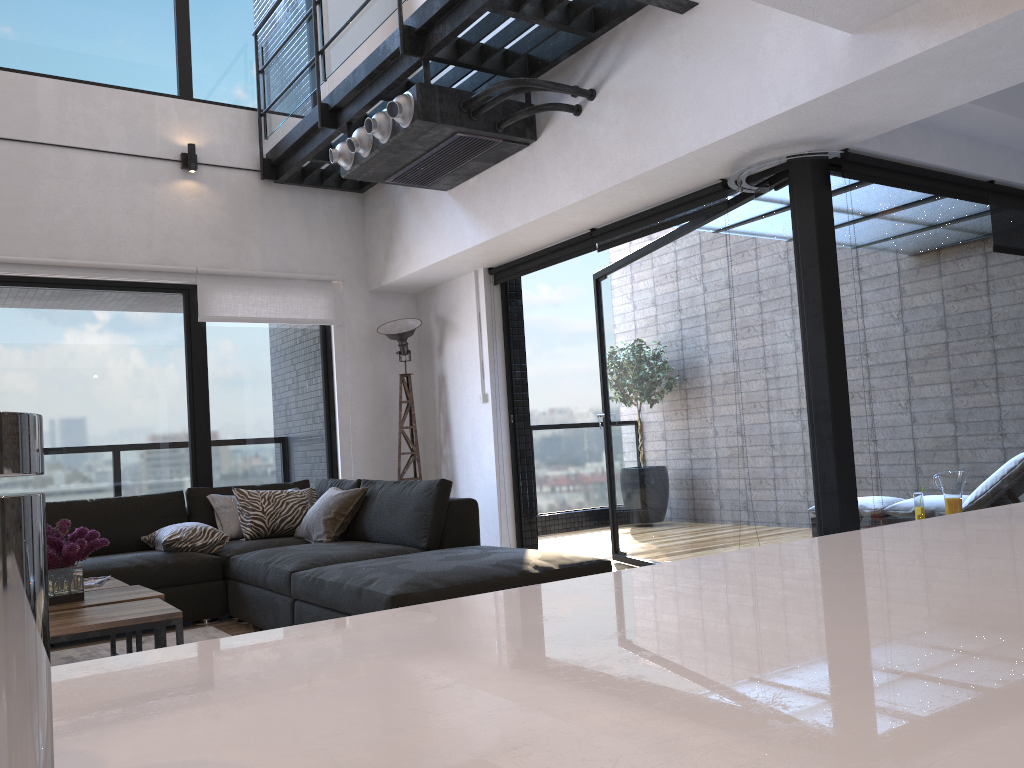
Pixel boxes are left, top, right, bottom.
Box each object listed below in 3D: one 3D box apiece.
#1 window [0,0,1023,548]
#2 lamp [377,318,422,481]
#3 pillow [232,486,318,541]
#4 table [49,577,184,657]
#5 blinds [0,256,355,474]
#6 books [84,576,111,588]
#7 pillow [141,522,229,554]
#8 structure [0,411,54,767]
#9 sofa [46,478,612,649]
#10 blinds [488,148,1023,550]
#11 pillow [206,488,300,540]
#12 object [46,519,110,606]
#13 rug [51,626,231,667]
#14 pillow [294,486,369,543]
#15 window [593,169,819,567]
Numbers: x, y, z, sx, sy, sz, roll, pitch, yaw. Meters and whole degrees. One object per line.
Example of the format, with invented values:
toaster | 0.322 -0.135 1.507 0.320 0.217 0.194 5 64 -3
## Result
window | -2.708 -1.345 3.541 13.395 5.562 5.669 -1 -5 -34
lamp | -1.023 0.411 6.050 0.425 1.826 1.468 -7 -5 41
pillow | -1.391 0.759 5.314 0.531 0.314 0.251 -1 -4 -30
table | -1.672 0.981 3.257 0.697 0.350 1.300 -1 -5 -34
blinds | -3.350 0.258 4.950 5.368 2.042 0.096 -1 -4 -34
books | -1.841 0.847 3.769 0.228 0.013 0.295 -3 -4 -13
pillow | -1.839 0.870 4.972 0.356 0.177 0.531 -1 -5 -36
structure | -0.423 -0.260 0.131 0.507 0.812 0.393 -4 -3 5
sofa | -1.666 0.862 3.993 3.043 0.700 3.002 -1 -5 -34
blinds | 1.602 0.036 4.762 3.861 2.050 1.830 -4 -4 10
pillow | -1.529 0.798 5.407 0.611 0.293 0.235 -1 -4 -33
object | -1.690 0.639 3.304 0.341 0.342 0.375 -1 -4 -32
rug | -1.636 1.152 3.219 1.636 0.003 2.115 -1 -5 -34
pillow | -1.042 0.748 5.058 0.273 0.309 0.547 -1 -5 -34
window | 1.000 0.120 5.181 0.100 2.049 2.451 -3 -4 -17
